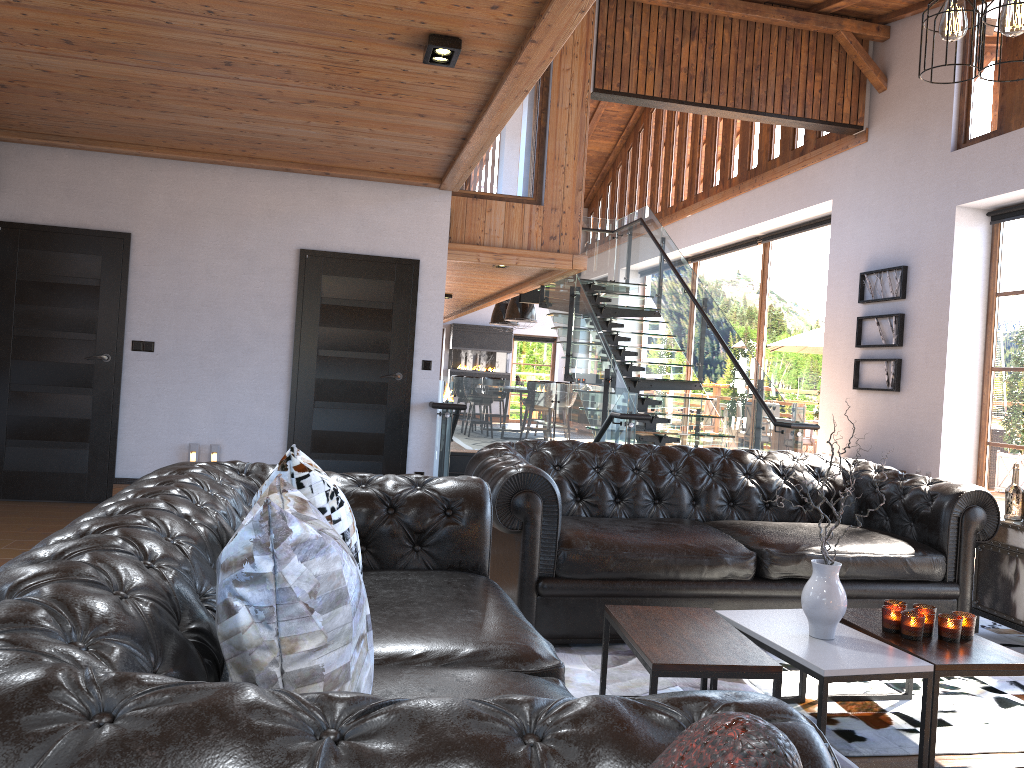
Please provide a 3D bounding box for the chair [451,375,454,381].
[{"bbox_3d":[-0.955,0.387,17.605,0.569,1.092,0.503,4,0,-3],"label":"chair"}]

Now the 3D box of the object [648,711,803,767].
[{"bbox_3d":[0.115,0.412,0.627,0.148,0.319,0.250,4,0,29],"label":"object"}]

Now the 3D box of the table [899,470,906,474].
[{"bbox_3d":[3.515,1.072,9.467,0.687,0.470,1.248,4,0,-12],"label":"table"}]

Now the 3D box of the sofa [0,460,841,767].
[{"bbox_3d":[-0.451,0.701,2.073,1.246,0.838,2.553,4,1,-12],"label":"sofa"}]

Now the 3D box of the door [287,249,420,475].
[{"bbox_3d":[-1.277,-0.010,7.093,0.946,2.055,0.143,4,0,-13],"label":"door"}]

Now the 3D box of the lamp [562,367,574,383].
[{"bbox_3d":[1.417,-0.173,20.933,0.470,0.725,0.469,4,0,-3],"label":"lamp"}]

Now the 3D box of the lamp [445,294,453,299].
[{"bbox_3d":[-1.045,-1.408,14.197,0.156,0.068,0.260,4,1,-12],"label":"lamp"}]

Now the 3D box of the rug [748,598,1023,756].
[{"bbox_3d":[2.720,1.278,4.460,3.826,0.053,2.420,4,1,-12],"label":"rug"}]

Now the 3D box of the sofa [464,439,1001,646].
[{"bbox_3d":[1.016,0.772,4.582,2.579,0.838,1.233,4,0,-13],"label":"sofa"}]

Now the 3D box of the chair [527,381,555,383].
[{"bbox_3d":[0.446,0.498,14.833,0.507,1.092,0.565,4,0,-13],"label":"chair"}]

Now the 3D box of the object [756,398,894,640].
[{"bbox_3d":[1.086,0.449,3.032,0.406,0.808,0.619,4,0,-1],"label":"object"}]

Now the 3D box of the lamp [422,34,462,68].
[{"bbox_3d":[-0.327,-1.563,4.143,0.156,0.068,0.260,4,1,-12],"label":"lamp"}]

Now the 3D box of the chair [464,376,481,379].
[{"bbox_3d":[-0.619,0.417,15.863,0.571,1.092,0.501,4,0,-13],"label":"chair"}]

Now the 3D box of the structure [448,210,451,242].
[{"bbox_3d":[-0.721,-1.614,8.909,0.214,0.349,0.212,4,0,-12],"label":"structure"}]

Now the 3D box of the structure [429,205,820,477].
[{"bbox_3d":[2.887,0.851,11.979,9.255,6.398,10.973,4,0,-12],"label":"structure"}]

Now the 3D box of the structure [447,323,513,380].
[{"bbox_3d":[-0.768,-0.562,21.099,1.451,1.649,0.431,4,0,-13],"label":"structure"}]

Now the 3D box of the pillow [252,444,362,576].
[{"bbox_3d":[-0.518,0.384,2.256,0.284,0.469,0.526,4,0,-9],"label":"pillow"}]

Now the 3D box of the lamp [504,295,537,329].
[{"bbox_3d":[0.306,-3.357,16.345,0.615,4.685,0.628,4,0,33],"label":"lamp"}]

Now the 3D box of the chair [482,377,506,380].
[{"bbox_3d":[-0.400,0.402,18.749,0.507,1.092,0.565,4,0,-13],"label":"chair"}]

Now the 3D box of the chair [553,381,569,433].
[{"bbox_3d":[0.810,0.499,17.074,0.574,1.092,0.499,4,0,-28],"label":"chair"}]

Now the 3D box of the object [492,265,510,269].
[{"bbox_3d":[-0.112,-1.300,9.571,0.156,0.068,0.260,4,1,-12],"label":"object"}]

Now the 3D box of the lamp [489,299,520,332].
[{"bbox_3d":[-0.008,-3.394,17.898,0.615,4.685,0.628,4,0,33],"label":"lamp"}]

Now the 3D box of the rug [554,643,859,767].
[{"bbox_3d":[-0.124,1.110,2.695,2.443,0.053,4.026,4,1,-11],"label":"rug"}]

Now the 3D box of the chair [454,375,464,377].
[{"bbox_3d":[-0.857,0.392,16.791,0.574,1.092,0.499,4,0,-28],"label":"chair"}]

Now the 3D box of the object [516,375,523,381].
[{"bbox_3d":[0.156,-0.045,16.846,0.114,0.253,0.223,4,0,41],"label":"object"}]

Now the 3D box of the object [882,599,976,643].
[{"bbox_3d":[1.454,0.837,3.100,0.299,0.081,0.249,4,1,26],"label":"object"}]

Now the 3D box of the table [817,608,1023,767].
[{"bbox_3d":[1.437,1.052,3.117,0.402,0.350,0.647,4,0,-12],"label":"table"}]

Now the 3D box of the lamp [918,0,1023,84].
[{"bbox_3d":[1.575,-1.980,2.494,0.263,2.202,0.796,4,0,-21],"label":"lamp"}]

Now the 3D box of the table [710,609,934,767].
[{"bbox_3d":[1.014,1.025,2.996,0.403,0.350,0.646,4,0,-17],"label":"table"}]

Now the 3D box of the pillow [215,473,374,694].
[{"bbox_3d":[-0.384,0.399,1.593,0.284,0.469,0.526,4,0,-9],"label":"pillow"}]

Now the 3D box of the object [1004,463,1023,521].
[{"bbox_3d":[2.540,0.544,4.477,0.088,0.286,0.086,4,0,-35],"label":"object"}]

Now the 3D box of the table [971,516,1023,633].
[{"bbox_3d":[2.608,0.994,4.415,0.407,0.609,0.415,4,0,-12],"label":"table"}]

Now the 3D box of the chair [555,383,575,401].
[{"bbox_3d":[0.907,0.523,16.260,0.569,1.092,0.503,4,0,-3],"label":"chair"}]

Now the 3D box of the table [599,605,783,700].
[{"bbox_3d":[0.561,0.996,2.930,0.401,0.350,0.648,4,0,-7],"label":"table"}]

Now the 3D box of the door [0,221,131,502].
[{"bbox_3d":[-3.412,-0.145,6.612,0.946,2.055,0.143,4,0,-13],"label":"door"}]

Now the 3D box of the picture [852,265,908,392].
[{"bbox_3d":[3.967,-0.583,9.578,0.059,1.312,0.770,4,0,-11],"label":"picture"}]
